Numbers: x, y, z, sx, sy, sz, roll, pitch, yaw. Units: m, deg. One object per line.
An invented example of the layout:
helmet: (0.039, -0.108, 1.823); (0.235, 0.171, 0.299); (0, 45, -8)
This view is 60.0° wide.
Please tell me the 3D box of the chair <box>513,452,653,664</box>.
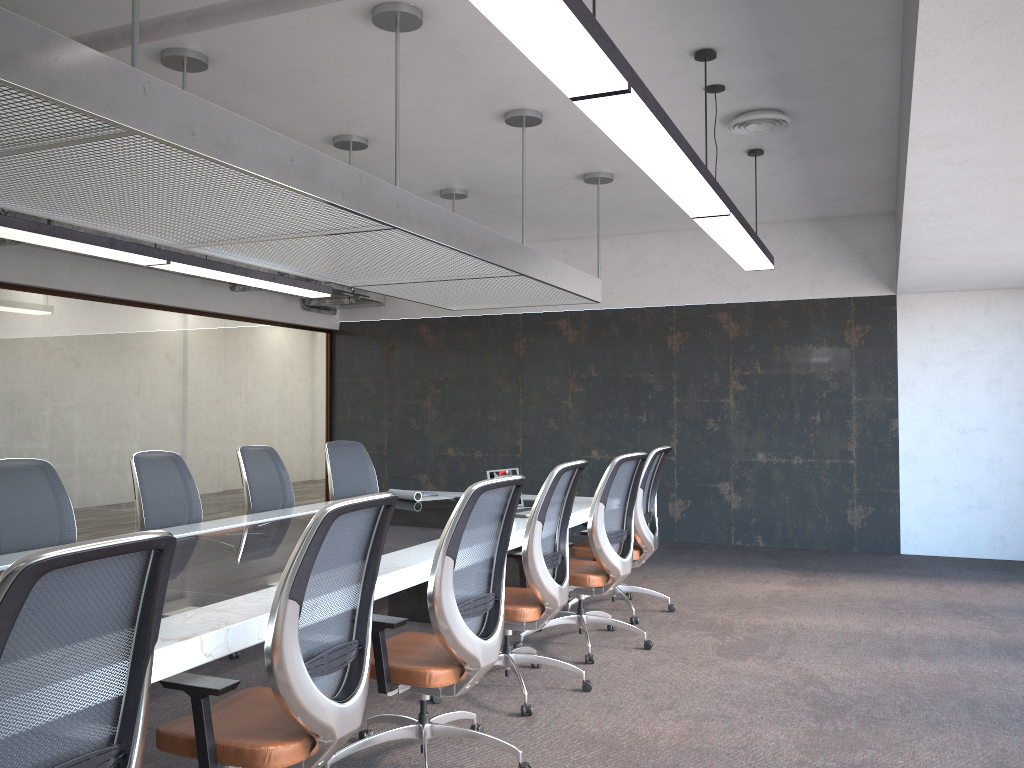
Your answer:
chair: (0.415, 0.985, 5.320); (0.828, 1.166, 0.789); (0, -2, -2)

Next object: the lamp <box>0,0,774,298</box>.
lamp: (-1.126, -1.354, 4.634); (4.126, 0.908, 6.097); (-1, -2, 23)

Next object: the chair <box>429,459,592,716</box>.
chair: (-0.017, 0.960, 4.473); (0.828, 1.166, 0.789); (0, -2, -13)

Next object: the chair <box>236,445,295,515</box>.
chair: (-1.528, 1.018, 6.240); (0.828, 1.166, 0.789); (0, -2, -13)

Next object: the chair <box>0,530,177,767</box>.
chair: (-1.126, 0.885, 1.856); (0.828, 1.166, 0.789); (0, -2, -13)

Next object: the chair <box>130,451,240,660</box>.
chair: (-1.898, 0.993, 5.368); (0.828, 1.166, 0.789); (0, -2, -13)

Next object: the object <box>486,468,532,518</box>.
object: (0.063, 0.687, 5.653); (0.308, 0.277, 0.366); (-1, -2, 33)

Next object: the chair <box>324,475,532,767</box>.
chair: (-0.345, 0.931, 3.472); (0.828, 1.166, 0.789); (0, -2, -7)

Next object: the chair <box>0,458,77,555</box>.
chair: (-2.267, 0.967, 4.495); (0.828, 1.166, 0.789); (0, -2, -13)

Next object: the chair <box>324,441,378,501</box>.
chair: (-1.113, 1.042, 7.091); (0.828, 1.166, 0.789); (0, -2, 2)

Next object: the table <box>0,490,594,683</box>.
table: (-1.145, 1.168, 4.475); (1.898, 0.745, 5.498); (-1, -2, 23)

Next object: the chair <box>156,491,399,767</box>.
chair: (-0.756, 0.910, 2.728); (0.828, 1.166, 0.789); (0, -2, -13)

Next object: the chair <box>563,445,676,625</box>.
chair: (0.722, 1.011, 6.217); (0.828, 1.166, 0.789); (0, -2, -13)

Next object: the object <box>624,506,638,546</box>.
object: (0.770, 0.979, 6.207); (0.138, 0.308, 0.378); (-1, -2, 34)

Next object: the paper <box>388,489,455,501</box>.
paper: (-0.685, 0.829, 6.704); (0.379, 0.069, 0.348); (1, -2, -42)

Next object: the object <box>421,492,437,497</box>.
object: (-0.663, 0.847, 6.790); (0.200, 0.036, 0.049); (1, -2, -30)
